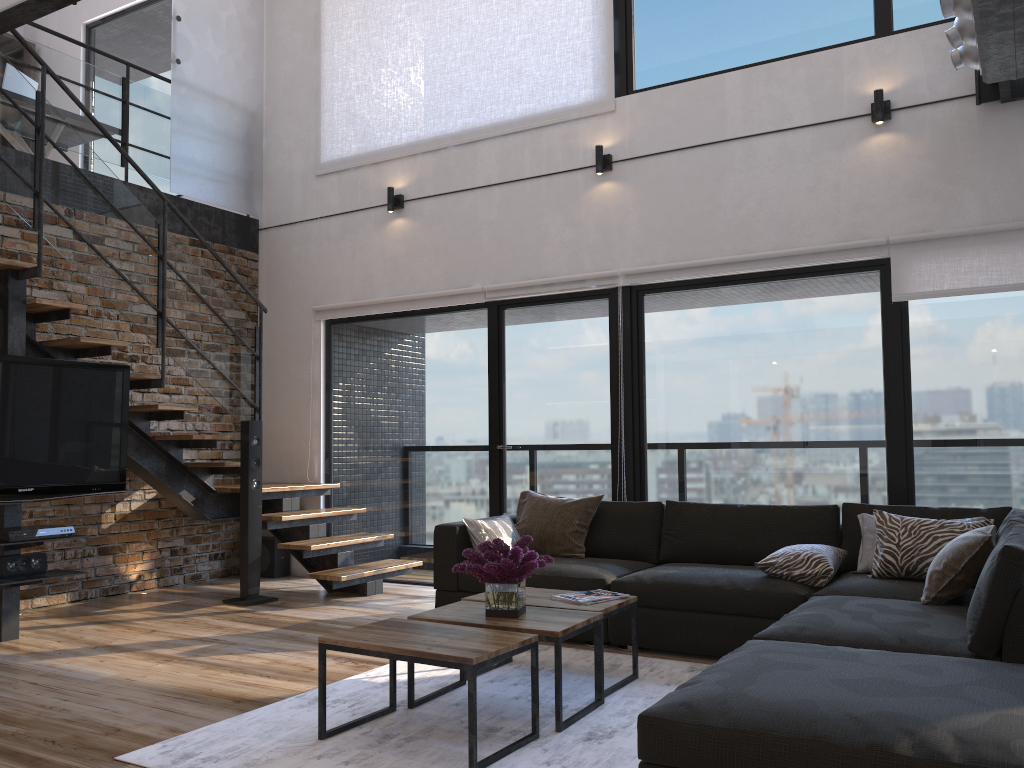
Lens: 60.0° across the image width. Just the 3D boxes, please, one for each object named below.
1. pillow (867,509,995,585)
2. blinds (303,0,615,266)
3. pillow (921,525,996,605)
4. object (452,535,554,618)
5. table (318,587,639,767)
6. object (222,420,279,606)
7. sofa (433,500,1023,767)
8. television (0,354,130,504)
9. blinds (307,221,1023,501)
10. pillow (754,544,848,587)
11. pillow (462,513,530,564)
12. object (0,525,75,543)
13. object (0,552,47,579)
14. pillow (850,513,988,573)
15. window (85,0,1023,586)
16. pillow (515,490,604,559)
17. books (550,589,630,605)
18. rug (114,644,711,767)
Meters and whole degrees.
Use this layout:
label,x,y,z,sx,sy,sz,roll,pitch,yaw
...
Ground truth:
label,x,y,z,sx,sy,sz,roll,pitch,yaw
pillow,1.919,0.744,4.066,0.532,0.314,0.250,-3,-4,34
blinds,-1.877,-2.486,6.258,10.204,2.973,1.997,-1,-4,9
pillow,1.840,0.744,3.640,0.273,0.309,0.547,-3,-4,30
object,-0.023,0.727,3.460,0.342,0.342,0.375,-3,-4,32
table,-0.046,1.071,3.432,0.697,0.350,1.299,-3,-5,31
object,-1.742,0.847,5.920,0.271,1.205,0.271,-3,-4,35
sofa,0.615,0.915,3.743,3.045,0.700,3.001,-3,-5,30
television,-2.623,0.247,4.755,0.136,0.782,1.208,-3,-4,31
blinds,0.722,0.274,5.660,5.371,2.042,0.096,-3,-4,30
pillow,1.420,0.875,4.324,0.356,0.177,0.531,-3,-5,28
pillow,-0.073,0.885,5.062,0.212,0.265,0.499,-3,-5,31
object,-2.566,0.793,4.706,0.275,0.058,0.360,-3,-5,30
object,-2.629,0.968,4.741,0.089,0.112,0.247,-3,-5,30
pillow,1.944,0.779,4.232,0.612,0.293,0.235,-3,-4,31
window,-0.321,-1.261,4.430,13.401,5.562,5.667,-3,-4,30
pillow,0.228,0.832,5.279,0.609,0.382,0.265,-3,-4,31
books,0.336,0.913,3.803,0.295,0.013,0.229,3,-5,-39
rug,-0.058,1.244,3.387,1.637,0.003,2.114,-3,-5,30
